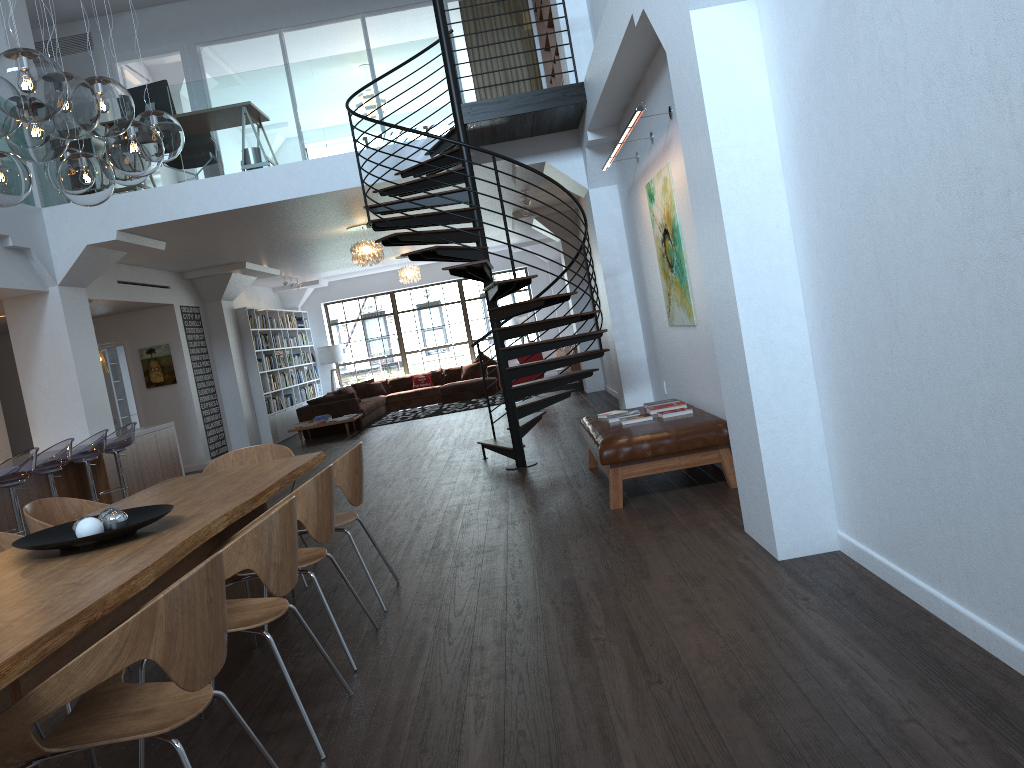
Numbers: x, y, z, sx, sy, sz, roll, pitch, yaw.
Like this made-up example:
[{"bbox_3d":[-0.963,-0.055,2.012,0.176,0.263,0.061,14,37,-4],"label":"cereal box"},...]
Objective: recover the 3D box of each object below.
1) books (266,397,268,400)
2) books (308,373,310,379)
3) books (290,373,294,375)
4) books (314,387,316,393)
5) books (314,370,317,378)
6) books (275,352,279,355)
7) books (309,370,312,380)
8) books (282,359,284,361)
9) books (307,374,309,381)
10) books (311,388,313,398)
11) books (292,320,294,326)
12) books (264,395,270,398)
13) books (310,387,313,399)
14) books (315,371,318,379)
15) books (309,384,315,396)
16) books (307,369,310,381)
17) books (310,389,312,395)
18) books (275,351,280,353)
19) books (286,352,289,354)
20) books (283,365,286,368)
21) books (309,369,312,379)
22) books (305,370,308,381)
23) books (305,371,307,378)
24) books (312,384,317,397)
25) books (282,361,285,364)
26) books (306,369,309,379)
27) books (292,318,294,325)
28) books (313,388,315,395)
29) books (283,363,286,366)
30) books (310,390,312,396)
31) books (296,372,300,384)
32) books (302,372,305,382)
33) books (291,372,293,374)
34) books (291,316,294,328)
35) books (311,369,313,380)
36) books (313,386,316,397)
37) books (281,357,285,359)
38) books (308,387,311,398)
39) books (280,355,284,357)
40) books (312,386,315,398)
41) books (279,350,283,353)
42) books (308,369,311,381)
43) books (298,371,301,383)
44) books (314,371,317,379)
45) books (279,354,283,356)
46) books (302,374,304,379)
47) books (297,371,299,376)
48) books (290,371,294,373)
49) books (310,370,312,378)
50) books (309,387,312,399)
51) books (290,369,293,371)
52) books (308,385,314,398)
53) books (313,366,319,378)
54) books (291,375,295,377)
[{"bbox_3d":[-4.346,0.267,15.435,0.174,0.045,0.240,-11,4,-10],"label":"books"},{"bbox_3d":[-4.403,-0.168,18.845,0.168,0.231,0.045,-10,4,1],"label":"books"},{"bbox_3d":[-4.421,-0.174,17.487,0.223,0.032,0.161,-10,4,1],"label":"books"},{"bbox_3d":[-4.322,0.187,19.138,0.161,0.223,0.027,-10,4,1],"label":"books"},{"bbox_3d":[-4.375,-0.201,19.441,0.161,0.213,0.118,-10,4,1],"label":"books"},{"bbox_3d":[-4.480,-0.551,16.613,0.174,0.045,0.240,-10,4,0],"label":"books"},{"bbox_3d":[-4.381,-0.175,18.953,0.161,0.223,0.032,-10,4,1],"label":"books"},{"bbox_3d":[-4.478,-0.442,17.016,0.168,0.045,0.231,-10,4,-4],"label":"books"},{"bbox_3d":[-4.376,-0.157,18.664,0.161,0.223,0.030,-10,4,1],"label":"books"},{"bbox_3d":[-4.319,0.194,18.789,0.183,0.253,0.037,-10,4,1],"label":"books"},{"bbox_3d":[-4.588,-1.246,18.202,0.183,0.253,0.034,-10,4,1],"label":"books"},{"bbox_3d":[-4.344,0.231,15.410,0.223,0.027,0.161,-10,4,10],"label":"books"},{"bbox_3d":[-4.322,0.198,18.757,0.160,0.250,0.027,-10,4,1],"label":"books"},{"bbox_3d":[-4.380,-0.202,19.491,0.161,0.213,0.146,-10,4,1],"label":"books"},{"bbox_3d":[-4.310,0.159,18.958,0.140,0.298,0.044,-10,4,1],"label":"books"},{"bbox_3d":[-4.389,-0.173,18.766,0.171,0.246,0.036,-10,4,1],"label":"books"},{"bbox_3d":[-4.329,0.207,18.721,0.174,0.240,0.048,-10,4,1],"label":"books"},{"bbox_3d":[-4.478,-0.587,16.589,0.223,0.027,0.161,-10,4,10],"label":"books"},{"bbox_3d":[-4.486,-0.587,17.350,0.223,0.031,0.161,-10,4,1],"label":"books"},{"bbox_3d":[-4.443,-0.323,17.016,0.171,0.039,0.246,-10,4,1],"label":"books"},{"bbox_3d":[-4.389,-0.189,18.987,0.160,0.251,0.039,-10,4,1],"label":"books"},{"bbox_3d":[-4.383,-0.166,18.593,0.174,0.251,0.051,-10,4,1],"label":"books"},{"bbox_3d":[-4.381,-0.149,18.553,0.161,0.223,0.030,-10,4,1],"label":"books"},{"bbox_3d":[-4.331,0.152,19.177,0.176,0.290,0.053,-10,4,1],"label":"books"},{"bbox_3d":[-4.484,-0.396,17.005,0.180,0.042,0.259,-10,4,1],"label":"books"},{"bbox_3d":[-4.393,-0.170,18.698,0.183,0.253,0.039,-10,4,1],"label":"books"},{"bbox_3d":[-4.586,-1.250,18.275,0.160,0.250,0.026,-10,4,1],"label":"books"},{"bbox_3d":[-4.308,0.201,19.007,0.144,0.207,0.048,-10,4,1],"label":"books"},{"bbox_3d":[-4.452,-0.361,17.011,0.160,0.039,0.251,-10,4,6],"label":"books"},{"bbox_3d":[-4.323,0.202,18.679,0.183,0.253,0.036,-10,4,1],"label":"books"},{"bbox_3d":[-4.379,-0.113,17.842,0.174,0.243,0.085,-10,4,1],"label":"books"},{"bbox_3d":[-4.377,-0.132,18.310,0.161,0.222,0.084,-10,4,1],"label":"books"},{"bbox_3d":[-4.403,-0.205,17.472,0.161,0.026,0.223,-11,4,-10],"label":"books"},{"bbox_3d":[-4.584,-1.245,18.168,0.183,0.253,0.034,-10,4,1],"label":"books"},{"bbox_3d":[-4.387,-0.186,19.111,0.168,0.228,0.139,-10,4,1],"label":"books"},{"bbox_3d":[-4.324,0.178,19.095,0.171,0.246,0.057,-10,4,1],"label":"books"},{"bbox_3d":[-4.477,-0.485,17.009,0.183,0.042,0.253,-10,4,1],"label":"books"},{"bbox_3d":[-4.323,0.207,18.608,0.183,0.253,0.036,-10,4,1],"label":"books"},{"bbox_3d":[-4.490,-0.519,17.013,0.161,0.033,0.223,-10,4,1],"label":"books"},{"bbox_3d":[-4.323,0.190,18.909,0.189,0.247,0.057,-10,4,1],"label":"books"},{"bbox_3d":[-4.492,-0.609,17.019,0.129,0.043,0.185,-9,4,15],"label":"books"},{"bbox_3d":[-4.389,-0.184,18.886,0.183,0.253,0.042,-10,4,1],"label":"books"},{"bbox_3d":[-4.376,-0.123,17.929,0.182,0.253,0.098,-10,4,1],"label":"books"},{"bbox_3d":[-4.376,-0.207,19.340,0.172,0.235,0.112,-10,4,1],"label":"books"},{"bbox_3d":[-4.510,-0.547,17.035,0.223,0.027,0.161,-11,4,-10],"label":"books"},{"bbox_3d":[-4.388,-0.141,18.279,0.159,0.248,0.089,-10,4,1],"label":"books"},{"bbox_3d":[-4.387,-0.120,17.882,0.182,0.255,0.077,-10,4,1],"label":"books"},{"bbox_3d":[-4.416,-0.228,17.477,0.208,0.024,0.144,-10,4,6],"label":"books"},{"bbox_3d":[-4.378,-0.171,19.024,0.161,0.221,0.035,-10,4,0],"label":"books"},{"bbox_3d":[-4.319,0.204,18.643,0.183,0.253,0.037,-10,4,1],"label":"books"},{"bbox_3d":[-4.425,-0.259,17.468,0.185,0.041,0.129,-9,4,15],"label":"books"},{"bbox_3d":[-4.339,0.178,18.846,0.198,0.284,0.066,-10,4,1],"label":"books"},{"bbox_3d":[-4.386,-0.249,19.590,0.176,0.290,0.053,-10,4,1],"label":"books"},{"bbox_3d":[-4.421,-0.138,17.483,0.253,0.040,0.183,-10,4,1],"label":"books"}]
